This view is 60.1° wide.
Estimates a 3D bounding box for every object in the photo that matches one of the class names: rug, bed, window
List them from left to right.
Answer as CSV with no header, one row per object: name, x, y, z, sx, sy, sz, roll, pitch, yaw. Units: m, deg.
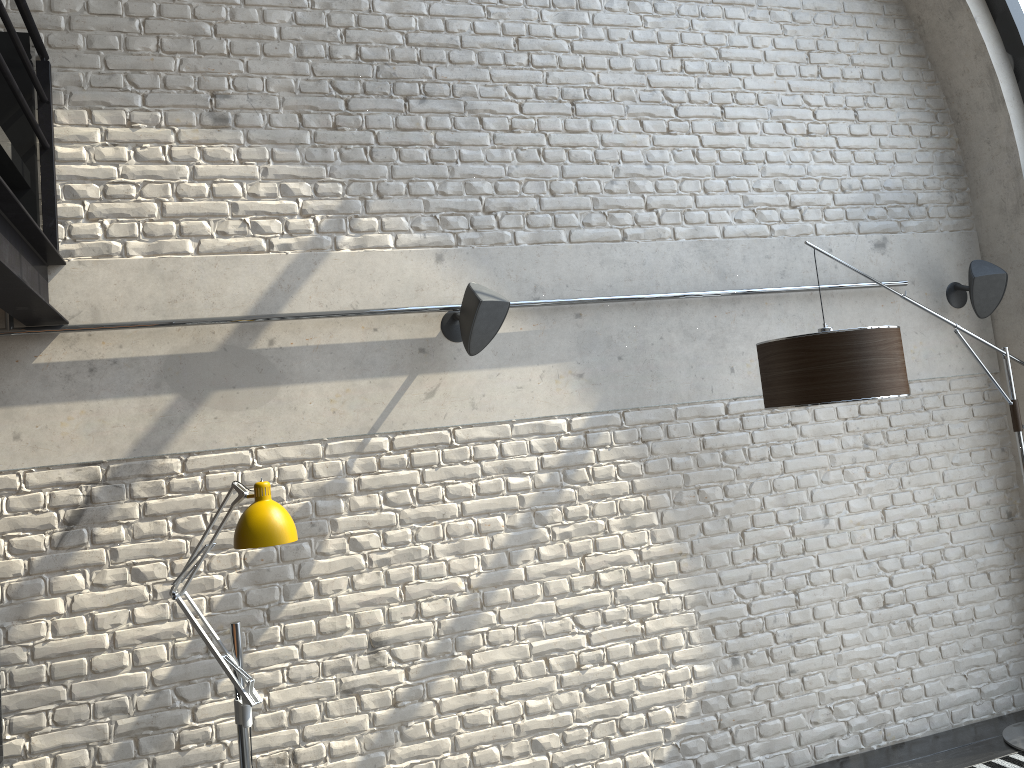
bed,-3.517,-0.835,1.430,4.485,0.846,2.677,-5,-3,-19
rug,1.187,1.678,1.834,3.498,0.004,3.379,-5,-3,-19
window,2.172,-1.176,2.189,2.871,5.528,4.251,-4,-5,-19

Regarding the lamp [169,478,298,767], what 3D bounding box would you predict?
lamp,-0.380,1.086,3.036,1.572,1.629,0.626,-5,-6,-6

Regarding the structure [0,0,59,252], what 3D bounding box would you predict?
structure,-2.491,0.306,0.545,3.792,3.362,4.751,-4,-4,-19

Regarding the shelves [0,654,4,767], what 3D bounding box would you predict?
shelves,-2.338,1.243,2.780,1.252,0.933,0.286,-4,-6,-19

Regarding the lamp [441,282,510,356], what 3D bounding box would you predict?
lamp,-0.164,-0.270,3.727,0.178,0.308,0.355,-2,-6,-37

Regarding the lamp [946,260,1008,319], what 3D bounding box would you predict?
lamp,2.418,-0.491,4.618,0.178,0.308,0.356,-6,-4,-1

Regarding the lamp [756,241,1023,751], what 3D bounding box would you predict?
lamp,1.900,0.532,3.859,1.847,2.343,0.552,-3,-7,-32
